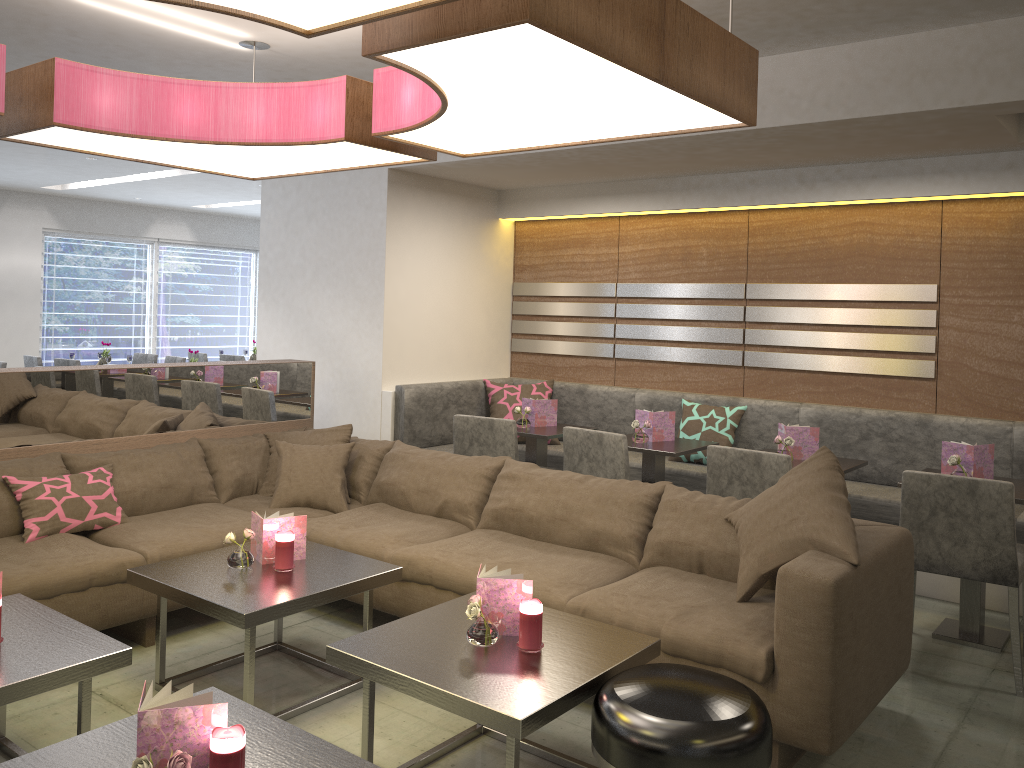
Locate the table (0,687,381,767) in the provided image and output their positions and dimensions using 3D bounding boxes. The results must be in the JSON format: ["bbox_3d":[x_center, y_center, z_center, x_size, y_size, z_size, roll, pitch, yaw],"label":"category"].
[{"bbox_3d":[-0.657,0.963,1.642,0.659,0.411,0.658,4,4,37],"label":"table"}]

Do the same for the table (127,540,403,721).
[{"bbox_3d":[-0.851,0.842,3.057,0.659,0.411,0.658,4,4,37],"label":"table"}]

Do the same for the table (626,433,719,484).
[{"bbox_3d":[0.745,0.634,4.681,0.507,0.654,0.506,3,2,38],"label":"table"}]

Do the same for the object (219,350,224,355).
[{"bbox_3d":[-3.424,-0.335,10.408,0.053,0.139,0.053,2,1,-4],"label":"object"}]

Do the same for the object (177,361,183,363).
[{"bbox_3d":[-3.100,-0.148,8.254,0.053,0.139,0.053,2,1,-4],"label":"object"}]

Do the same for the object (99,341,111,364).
[{"bbox_3d":[-4.047,-0.289,8.791,0.155,0.276,0.104,3,1,35],"label":"object"}]

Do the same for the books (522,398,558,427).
[{"bbox_3d":[0.163,0.168,5.251,0.157,0.164,0.143,0,3,-32],"label":"books"}]

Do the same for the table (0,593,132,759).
[{"bbox_3d":[-1.463,0.889,2.263,0.659,0.411,0.658,4,4,37],"label":"table"}]

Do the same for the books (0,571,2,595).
[{"bbox_3d":[-1.468,0.599,2.353,0.258,0.164,0.143,2,2,2],"label":"books"}]

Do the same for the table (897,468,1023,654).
[{"bbox_3d":[1.958,0.746,3.746,0.507,0.654,0.506,3,2,38],"label":"table"}]

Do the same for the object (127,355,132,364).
[{"bbox_3d":[-3.826,-0.218,8.844,0.053,0.139,0.053,2,1,-4],"label":"object"}]

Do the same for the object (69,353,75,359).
[{"bbox_3d":[-4.462,-0.247,8.965,0.053,0.139,0.053,2,1,-4],"label":"object"}]

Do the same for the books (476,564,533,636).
[{"bbox_3d":[-0.019,0.625,2.556,0.157,0.164,0.143,2,2,3],"label":"books"}]

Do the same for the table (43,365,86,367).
[{"bbox_3d":[-4.045,0.166,8.806,1.191,0.633,0.778,5,4,37],"label":"table"}]

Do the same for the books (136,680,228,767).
[{"bbox_3d":[-0.634,0.676,1.710,0.157,0.164,0.143,1,2,-17],"label":"books"}]

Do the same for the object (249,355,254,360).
[{"bbox_3d":[-3.018,-0.289,10.238,0.070,0.100,0.203,2,4,7],"label":"object"}]

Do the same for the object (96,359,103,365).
[{"bbox_3d":[-4.104,-0.205,8.827,0.070,0.100,0.203,2,4,7],"label":"object"}]

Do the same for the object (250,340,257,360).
[{"bbox_3d":[-2.961,-0.373,10.202,0.155,0.276,0.104,3,1,35],"label":"object"}]

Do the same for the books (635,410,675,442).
[{"bbox_3d":[0.773,0.225,4.780,0.157,0.164,0.143,0,3,-32],"label":"books"}]

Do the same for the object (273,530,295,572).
[{"bbox_3d":[-0.783,0.574,3.046,0.075,0.128,0.075,2,1,10],"label":"object"}]

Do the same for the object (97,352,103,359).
[{"bbox_3d":[-4.284,-0.260,9.196,0.053,0.139,0.053,2,1,-4],"label":"object"}]

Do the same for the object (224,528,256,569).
[{"bbox_3d":[-0.943,0.567,3.063,0.102,0.132,0.092,2,2,3],"label":"object"}]

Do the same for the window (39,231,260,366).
[{"bbox_3d":[-4.391,-0.843,11.612,0.159,2.070,3.661,2,3,38],"label":"window"}]

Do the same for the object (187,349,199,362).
[{"bbox_3d":[-2.845,-0.178,7.865,0.155,0.276,0.104,3,1,35],"label":"object"}]

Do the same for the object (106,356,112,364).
[{"bbox_3d":[-3.935,-0.203,8.624,0.053,0.139,0.053,2,1,-4],"label":"object"}]

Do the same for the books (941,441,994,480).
[{"bbox_3d":[1.983,0.336,3.848,0.157,0.164,0.143,0,3,-32],"label":"books"}]

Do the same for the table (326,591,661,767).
[{"bbox_3d":[-0.046,0.916,2.436,0.659,0.411,0.658,4,4,37],"label":"table"}]

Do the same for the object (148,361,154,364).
[{"bbox_3d":[-3.278,-0.135,8.023,0.053,0.139,0.053,2,1,-4],"label":"object"}]

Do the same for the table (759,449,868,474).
[{"bbox_3d":[1.351,0.690,4.214,0.507,0.654,0.506,3,2,38],"label":"table"}]

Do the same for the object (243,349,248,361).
[{"bbox_3d":[-3.198,-0.344,10.605,0.053,0.139,0.053,2,1,-4],"label":"object"}]

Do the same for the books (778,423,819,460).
[{"bbox_3d":[1.393,0.282,4.303,0.157,0.164,0.143,2,2,3],"label":"books"}]

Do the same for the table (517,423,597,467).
[{"bbox_3d":[0.138,0.578,5.149,0.507,0.654,0.506,3,2,38],"label":"table"}]

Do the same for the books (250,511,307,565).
[{"bbox_3d":[-0.844,0.548,3.194,0.157,0.164,0.143,0,3,-32],"label":"books"}]
